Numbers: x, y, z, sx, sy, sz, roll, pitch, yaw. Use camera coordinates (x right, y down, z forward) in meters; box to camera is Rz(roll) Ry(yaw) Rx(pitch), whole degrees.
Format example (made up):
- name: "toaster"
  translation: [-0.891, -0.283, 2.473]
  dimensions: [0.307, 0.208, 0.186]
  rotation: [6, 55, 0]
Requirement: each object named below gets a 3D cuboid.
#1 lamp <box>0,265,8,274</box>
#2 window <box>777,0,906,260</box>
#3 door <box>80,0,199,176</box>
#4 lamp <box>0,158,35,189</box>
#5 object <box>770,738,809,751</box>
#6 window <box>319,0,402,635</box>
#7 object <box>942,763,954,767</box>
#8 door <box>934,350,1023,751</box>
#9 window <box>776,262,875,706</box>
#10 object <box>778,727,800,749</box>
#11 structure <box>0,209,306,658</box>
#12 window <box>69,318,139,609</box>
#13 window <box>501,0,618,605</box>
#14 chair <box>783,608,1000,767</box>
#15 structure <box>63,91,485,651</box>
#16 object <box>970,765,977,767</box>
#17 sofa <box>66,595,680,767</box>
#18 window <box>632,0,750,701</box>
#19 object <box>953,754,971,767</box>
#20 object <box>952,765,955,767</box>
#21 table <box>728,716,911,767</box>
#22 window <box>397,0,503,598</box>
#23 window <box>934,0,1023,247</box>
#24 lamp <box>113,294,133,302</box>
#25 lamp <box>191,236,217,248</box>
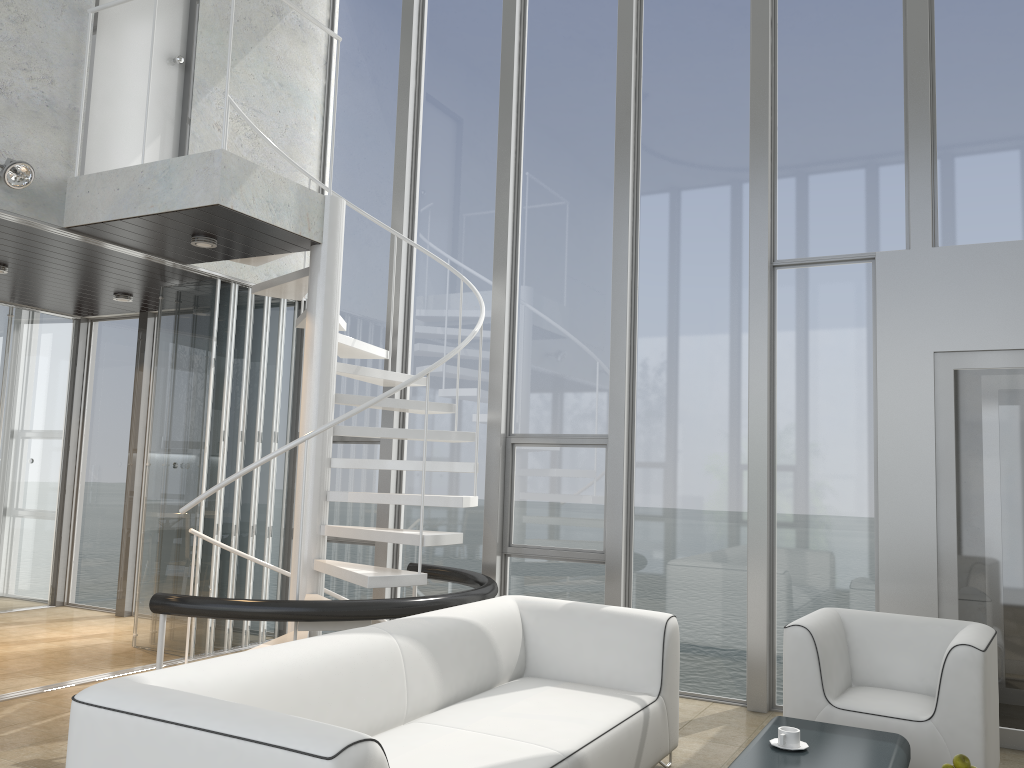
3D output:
- name: "lamp"
  translation: [-3.688, -0.824, 6.339]
  dimensions: [0.149, 0.038, 0.149]
  rotation: [-4, -8, 42]
- name: "window"
  translation: [2.041, -2.244, 5.547]
  dimensions: [0.742, 2.947, 0.010]
  rotation: [-1, -7, 28]
- name: "door"
  translation: [-2.440, -2.215, 5.841]
  dimensions: [0.100, 2.100, 0.800]
  rotation: [-1, -7, 28]
- name: "lamp"
  translation: [-2.735, -1.137, 4.835]
  dimensions: [0.254, 0.154, 0.197]
  rotation: [-1, -7, 28]
- name: "object"
  translation: [0.992, 1.293, 3.175]
  dimensions: [0.130, 0.014, 0.136]
  rotation: [-4, -8, 42]
- name: "window"
  translation: [-1.253, -0.834, 7.077]
  dimensions: [0.800, 5.700, 0.050]
  rotation: [-1, -7, 28]
- name: "object"
  translation: [1.475, 1.305, 2.995]
  dimensions: [0.044, 0.043, 0.040]
  rotation: [-4, -8, 42]
- name: "door"
  translation: [2.704, 0.859, 4.713]
  dimensions: [0.804, 2.102, 0.030]
  rotation: [-1, -7, 28]
- name: "window"
  translation: [1.861, 0.590, 5.286]
  dimensions: [0.556, 2.646, 0.010]
  rotation: [-1, -7, 28]
- name: "object"
  translation: [0.985, 1.267, 3.176]
  dimensions: [0.090, 0.057, 0.075]
  rotation: [3, -6, -14]
- name: "structure"
  translation: [-1.690, -1.870, 1.856]
  dimensions: [10.665, 6.605, 9.817]
  rotation: [-1, -7, 26]
- name: "window"
  translation: [-3.728, 0.710, 8.196]
  dimensions: [0.742, 2.646, 0.010]
  rotation: [-1, -7, 28]
- name: "window"
  translation: [0.367, -0.869, 6.233]
  dimensions: [0.800, 5.700, 0.050]
  rotation: [-1, -7, 28]
- name: "chair"
  translation: [1.752, 1.417, 4.087]
  dimensions: [0.829, 0.635, 0.720]
  rotation: [-2, -7, 32]
- name: "structure"
  translation: [-3.501, 1.182, 4.078]
  dimensions: [4.916, 6.900, 6.700]
  rotation: [-1, -7, 28]
- name: "object"
  translation: [1.550, 1.312, 2.985]
  dimensions: [0.050, 0.054, 0.055]
  rotation: [2, -6, -3]
- name: "sofa"
  translation: [-0.218, 1.263, 3.292]
  dimensions: [0.971, 0.638, 2.601]
  rotation: [-1, -7, 28]
- name: "window"
  translation: [1.184, -0.885, 5.825]
  dimensions: [0.742, 5.653, 0.010]
  rotation: [-1, -7, 28]
- name: "object"
  translation: [1.514, 1.275, 2.985]
  dimensions: [0.055, 0.056, 0.055]
  rotation: [-1, -7, 28]
- name: "object"
  translation: [1.519, 1.329, 3.029]
  dimensions: [0.054, 0.048, 0.055]
  rotation: [0, -7, 21]
- name: "table"
  translation: [0.951, 1.461, 2.861]
  dimensions: [0.532, 0.390, 1.420]
  rotation: [-1, -7, 28]
- name: "window"
  translation: [-0.436, -0.850, 6.669]
  dimensions: [0.742, 5.653, 0.010]
  rotation: [-1, -7, 28]
- name: "window"
  translation: [2.851, -2.261, 5.125]
  dimensions: [0.742, 2.947, 0.010]
  rotation: [-1, -7, 28]
- name: "lamp"
  translation: [-3.194, -0.705, 7.282]
  dimensions: [0.149, 0.038, 0.149]
  rotation: [-4, -8, 42]
- name: "lamp"
  translation: [-1.873, -0.863, 5.393]
  dimensions: [0.149, 0.038, 0.149]
  rotation: [-4, -8, 42]
